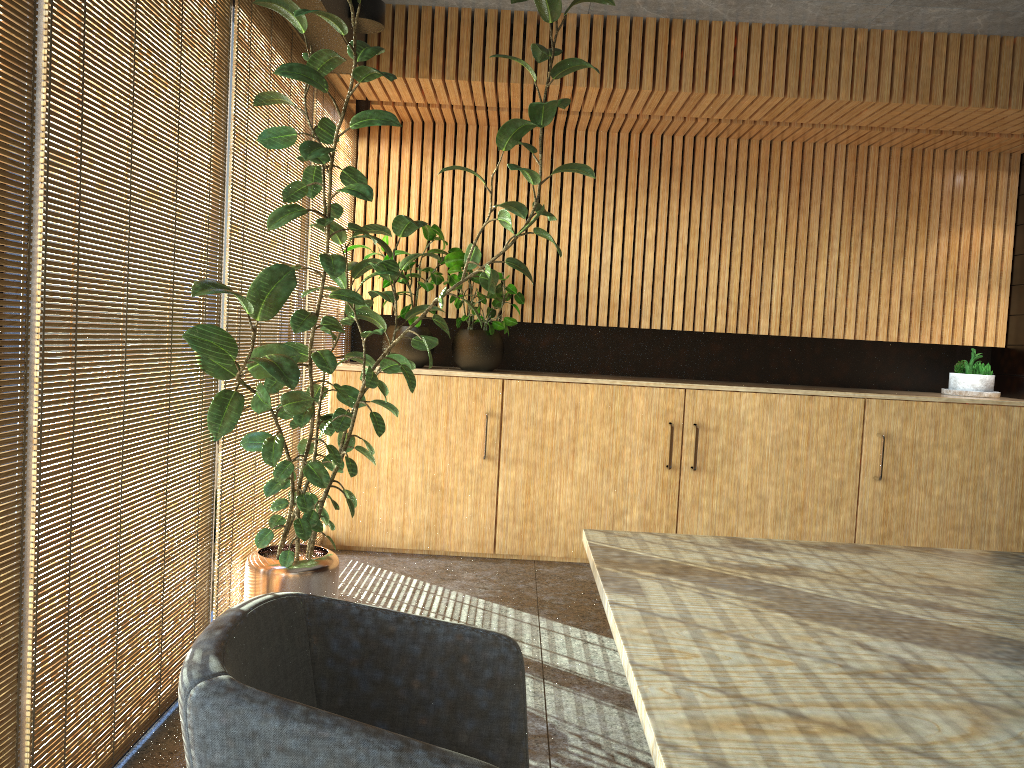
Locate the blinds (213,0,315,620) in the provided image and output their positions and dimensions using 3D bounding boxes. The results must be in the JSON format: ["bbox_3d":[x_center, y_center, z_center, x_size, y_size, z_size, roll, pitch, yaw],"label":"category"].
[{"bbox_3d":[-1.234,-0.340,4.536,0.039,3.038,1.422,3,3,0],"label":"blinds"}]

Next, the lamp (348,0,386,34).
[{"bbox_3d":[1.123,-2.052,4.960,4.179,0.294,0.257,3,3,0],"label":"lamp"}]

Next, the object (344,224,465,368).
[{"bbox_3d":[-0.771,-0.648,6.299,0.666,1.054,0.640,6,4,42],"label":"object"}]

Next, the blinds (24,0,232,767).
[{"bbox_3d":[-1.242,-0.262,3.044,0.039,3.038,1.422,3,3,0],"label":"blinds"}]

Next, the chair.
[{"bbox_3d":[-0.256,0.943,1.762,0.761,0.944,0.706,3,3,0],"label":"chair"}]

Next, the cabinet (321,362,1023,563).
[{"bbox_3d":[1.140,0.611,6.440,4.954,1.272,1.006,3,3,0],"label":"cabinet"}]

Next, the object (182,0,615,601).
[{"bbox_3d":[-0.791,-0.366,3.995,1.958,3.266,1.875,5,4,39],"label":"object"}]

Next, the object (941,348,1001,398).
[{"bbox_3d":[3.353,-0.084,6.463,0.384,0.347,0.384,4,3,23],"label":"object"}]

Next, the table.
[{"bbox_3d":[1.095,1.069,0.860,1.816,0.927,3.932,3,3,0],"label":"table"}]

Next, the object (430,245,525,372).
[{"bbox_3d":[-0.264,-0.533,6.287,0.679,0.880,0.512,3,3,4],"label":"object"}]

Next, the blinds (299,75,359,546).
[{"bbox_3d":[-1.225,-0.416,6.002,0.039,3.038,1.422,3,3,0],"label":"blinds"}]

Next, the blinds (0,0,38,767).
[{"bbox_3d":[-1.251,-0.187,1.578,0.039,3.038,1.422,3,3,0],"label":"blinds"}]
